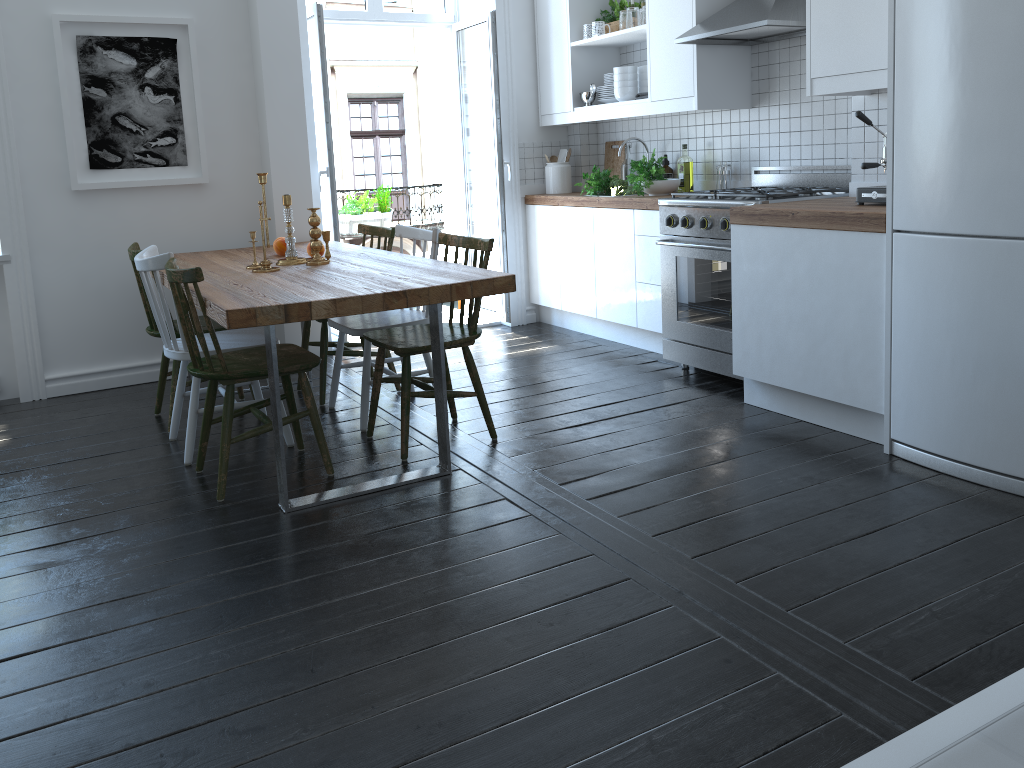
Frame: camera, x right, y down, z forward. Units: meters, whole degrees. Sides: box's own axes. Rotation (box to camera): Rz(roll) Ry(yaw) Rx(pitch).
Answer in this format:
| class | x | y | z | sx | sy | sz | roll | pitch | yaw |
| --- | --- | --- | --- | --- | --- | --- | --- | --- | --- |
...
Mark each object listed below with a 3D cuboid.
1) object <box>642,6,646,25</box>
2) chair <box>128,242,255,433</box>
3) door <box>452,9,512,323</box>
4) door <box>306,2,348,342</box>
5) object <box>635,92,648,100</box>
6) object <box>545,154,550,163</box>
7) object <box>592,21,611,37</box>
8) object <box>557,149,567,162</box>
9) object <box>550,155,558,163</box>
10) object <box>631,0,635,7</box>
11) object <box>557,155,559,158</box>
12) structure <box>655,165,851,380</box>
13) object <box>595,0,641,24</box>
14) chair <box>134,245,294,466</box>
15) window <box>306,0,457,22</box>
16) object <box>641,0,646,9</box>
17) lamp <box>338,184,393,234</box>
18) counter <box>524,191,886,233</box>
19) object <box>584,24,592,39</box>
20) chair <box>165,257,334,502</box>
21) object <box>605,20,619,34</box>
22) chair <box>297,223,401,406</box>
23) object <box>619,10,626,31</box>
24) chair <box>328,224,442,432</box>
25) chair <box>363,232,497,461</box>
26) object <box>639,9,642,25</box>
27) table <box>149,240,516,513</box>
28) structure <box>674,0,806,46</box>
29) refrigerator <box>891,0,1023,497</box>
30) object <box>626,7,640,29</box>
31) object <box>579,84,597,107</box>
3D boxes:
| class | x | y | z | sx | sy | sz | roll | pitch | yaw |
| --- | --- | --- | --- | --- | --- | --- | --- | --- | --- |
| object | 0.775 | -2.079 | 4.987 | 0.086 | 0.117 | 0.087 | 3 | 12 | 29 |
| chair | -1.473 | -0.249 | 4.078 | 0.489 | 0.813 | 0.473 | -8 | 11 | -30 |
| door | -0.212 | -1.444 | 5.964 | 0.105 | 1.991 | 0.591 | -8 | 10 | -34 |
| door | -1.195 | -1.256 | 5.419 | 0.105 | 1.991 | 0.593 | -6 | 9 | -23 |
| object | 0.835 | -1.654 | 5.061 | 0.279 | 0.041 | 0.248 | -13 | 17 | -35 |
| object | 0.266 | -1.415 | 5.923 | 0.054 | 0.258 | 0.151 | 3 | 11 | 35 |
| object | 0.537 | -2.155 | 5.365 | 0.084 | 0.098 | 0.109 | -12 | 14 | -39 |
| object | 0.317 | -1.429 | 5.908 | 0.064 | 0.285 | 0.143 | 3 | 11 | 34 |
| object | 0.290 | -1.413 | 5.929 | 0.061 | 0.247 | 0.119 | -3 | 9 | 1 |
| object | 0.731 | -2.229 | 5.327 | 0.060 | 0.221 | 0.060 | 5 | 12 | 43 |
| object | 0.339 | -1.414 | 5.930 | 0.034 | 0.246 | 0.120 | -7 | 10 | -28 |
| structure | 1.198 | -0.552 | 4.368 | 0.727 | 1.002 | 0.709 | -8 | 12 | -28 |
| object | 0.655 | -2.281 | 5.487 | 0.165 | 0.249 | 0.351 | -11 | 14 | -38 |
| chair | -1.247 | -0.157 | 3.643 | 0.513 | 0.828 | 0.472 | -8 | 11 | -28 |
| window | -0.907 | -2.719 | 5.750 | 1.189 | 0.646 | 0.107 | -10 | 11 | -29 |
| object | 0.794 | -2.229 | 5.304 | 0.056 | 0.229 | 0.056 | -7 | 9 | -26 |
| lamp | -0.639 | -2.199 | 5.868 | 0.495 | 2.465 | 2.738 | -7 | 12 | -28 |
| counter | 0.926 | -0.945 | 4.647 | 0.852 | 0.072 | 3.145 | -10 | 16 | -27 |
| object | 0.490 | -2.182 | 5.479 | 0.083 | 0.098 | 0.110 | 3 | 13 | 30 |
| chair | -0.978 | -0.059 | 3.245 | 0.489 | 0.813 | 0.473 | -8 | 11 | -30 |
| object | 0.695 | -2.182 | 5.434 | 0.154 | 0.101 | 0.399 | -9 | 15 | -28 |
| chair | -0.825 | -0.373 | 4.435 | 0.489 | 0.813 | 0.473 | -8 | 11 | -30 |
| object | 0.662 | -2.105 | 5.110 | 0.086 | 0.117 | 0.088 | -4 | 10 | -6 |
| chair | -0.556 | -0.291 | 4.035 | 0.513 | 0.828 | 0.472 | -8 | 11 | -28 |
| chair | -0.330 | -0.183 | 3.603 | 0.489 | 0.813 | 0.473 | -8 | 11 | -30 |
| object | 0.768 | -2.101 | 5.073 | 0.086 | 0.117 | 0.087 | 3 | 12 | 29 |
| table | -0.956 | -0.182 | 3.931 | 1.025 | 0.702 | 2.259 | -9 | 15 | -28 |
| structure | 1.172 | -2.331 | 4.206 | 0.532 | 1.282 | 0.641 | -8 | 10 | -28 |
| refrigerator | 1.727 | -0.611 | 2.964 | 0.686 | 1.771 | 0.582 | -8 | 10 | -29 |
| object | 0.690 | -2.085 | 5.028 | 0.086 | 0.117 | 0.088 | -4 | 10 | -6 |
| object | 0.478 | -1.791 | 5.475 | 0.102 | 0.132 | 0.214 | -6 | 13 | -16 |
